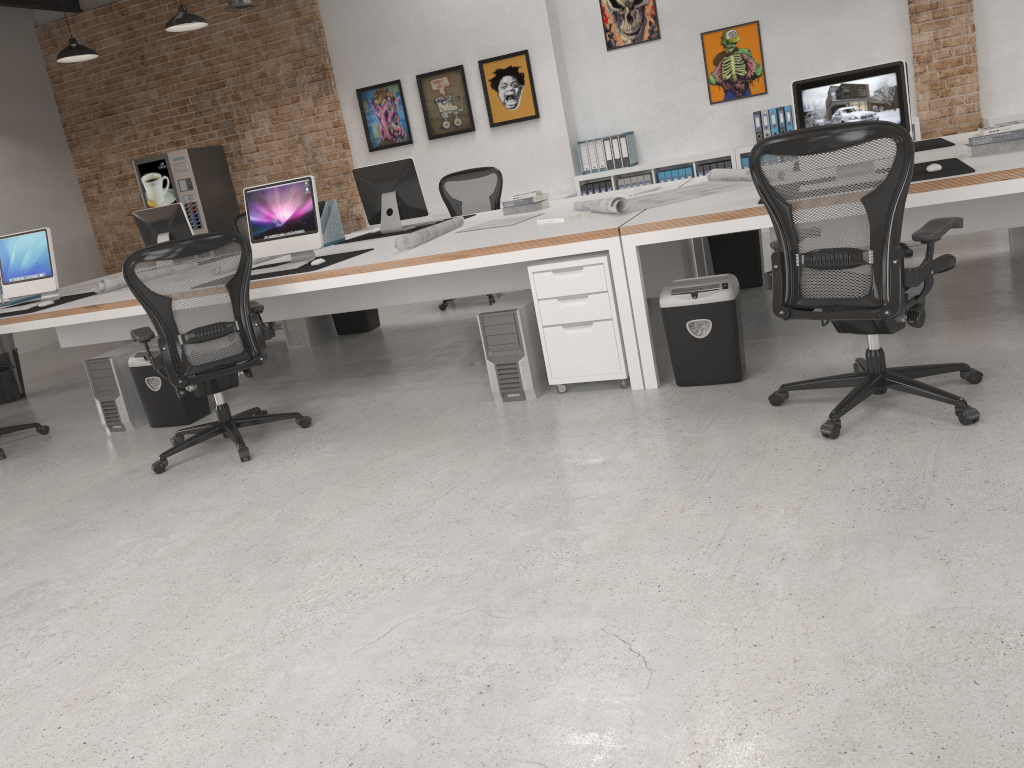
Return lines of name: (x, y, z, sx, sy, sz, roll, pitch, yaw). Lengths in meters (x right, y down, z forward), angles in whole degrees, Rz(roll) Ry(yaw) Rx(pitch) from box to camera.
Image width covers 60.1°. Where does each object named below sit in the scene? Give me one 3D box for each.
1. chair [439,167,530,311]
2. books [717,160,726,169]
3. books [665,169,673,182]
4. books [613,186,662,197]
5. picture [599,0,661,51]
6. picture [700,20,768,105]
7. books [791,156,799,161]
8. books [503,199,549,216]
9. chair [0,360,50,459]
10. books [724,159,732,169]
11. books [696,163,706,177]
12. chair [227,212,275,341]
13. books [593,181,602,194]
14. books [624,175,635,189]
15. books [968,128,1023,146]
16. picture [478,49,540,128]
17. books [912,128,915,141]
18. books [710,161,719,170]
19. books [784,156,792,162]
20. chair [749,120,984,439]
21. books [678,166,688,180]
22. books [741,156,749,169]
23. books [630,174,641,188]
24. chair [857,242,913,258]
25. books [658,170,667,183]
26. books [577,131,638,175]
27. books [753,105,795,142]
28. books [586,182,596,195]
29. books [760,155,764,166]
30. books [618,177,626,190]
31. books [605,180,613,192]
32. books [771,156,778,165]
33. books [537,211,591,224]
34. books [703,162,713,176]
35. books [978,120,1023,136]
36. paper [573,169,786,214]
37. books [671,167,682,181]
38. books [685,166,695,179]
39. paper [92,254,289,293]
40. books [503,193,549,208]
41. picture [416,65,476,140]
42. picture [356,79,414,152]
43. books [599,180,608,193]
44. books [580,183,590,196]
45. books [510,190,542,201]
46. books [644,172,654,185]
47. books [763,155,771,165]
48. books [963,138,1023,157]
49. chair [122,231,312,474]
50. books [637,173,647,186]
chair: (-0.315, -1.243, 7.425, 0.770, 1.074, 0.801, -10, 13, 6)
books: (1.990, -1.963, 8.327, 0.062, 0.258, 0.235, -6, 14, 22)
books: (1.537, -1.927, 8.521, 0.062, 0.258, 0.235, -6, 14, 22)
books: (0.802, -1.231, 5.673, 0.245, 0.019, 0.206, -19, 17, -29)
picture: (1.113, -3.584, 8.473, 0.531, 0.655, 0.018, -6, 13, 22)
picture: (2.076, -3.000, 8.285, 0.531, 0.655, 0.018, -6, 13, 22)
books: (2.599, -2.017, 8.097, 0.062, 0.258, 0.235, -6, 14, 22)
books: (0.097, -1.191, 5.965, 0.271, 0.050, 0.203, -6, 16, 19)
chair: (-3.414, -0.080, 5.324, 0.770, 1.074, 0.801, -10, 13, 6)
books: (2.050, -1.968, 8.304, 0.062, 0.258, 0.235, -6, 14, 22)
books: (1.812, -1.947, 8.399, 0.062, 0.258, 0.235, -6, 14, 22)
chair: (-2.235, -1.011, 7.932, 0.770, 1.074, 0.801, -10, 13, 6)
books: (0.878, -1.872, 8.783, 0.062, 0.258, 0.235, -6, 14, 22)
books: (1.171, -1.900, 8.681, 0.062, 0.258, 0.235, -6, 14, 22)
books: (2.258, -1.143, 4.066, 0.257, 0.044, 0.195, 1, 19, 38)
picture: (-0.028, -2.893, 8.697, 0.523, 0.646, 0.042, -6, 13, 22)
books: (3.496, -2.099, 7.761, 0.062, 0.258, 0.235, -6, 14, 22)
books: (1.930, -1.957, 8.351, 0.062, 0.258, 0.235, -6, 14, 22)
books: (2.540, -2.012, 8.120, 0.062, 0.258, 0.235, -6, 14, 22)
chair: (1.283, -0.439, 3.305, 0.769, 1.074, 0.802, -3, 15, 30)
books: (1.656, -1.937, 8.473, 0.062, 0.258, 0.235, -6, 14, 22)
books: (2.199, -1.987, 8.269, 0.062, 0.258, 0.235, -6, 14, 22)
books: (1.231, -1.905, 8.657, 0.062, 0.258, 0.235, -6, 14, 22)
chair: (2.495, -1.444, 6.167, 0.794, 1.074, 0.777, -13, 13, -9)
books: (1.478, -1.922, 8.544, 0.062, 0.258, 0.235, -6, 14, 22)
books: (0.945, -2.274, 8.724, 0.495, 0.325, 0.324, -5, 15, 22)
books: (2.436, -2.367, 8.118, 0.387, 0.318, 0.235, -5, 14, 22)
books: (0.818, -1.867, 8.807, 0.062, 0.258, 0.235, -6, 14, 22)
books: (2.317, -1.997, 8.221, 0.062, 0.258, 0.235, -6, 14, 22)
books: (1.113, -1.895, 8.704, 0.062, 0.258, 0.235, -6, 14, 22)
books: (0.998, -1.882, 8.735, 0.062, 0.258, 0.235, -6, 14, 22)
books: (2.438, -2.007, 8.173, 0.062, 0.258, 0.235, -6, 14, 22)
books: (0.286, -0.911, 4.847, 0.202, 0.023, 0.236, -21, 18, -33)
books: (1.870, -1.952, 8.375, 0.062, 0.258, 0.235, -6, 14, 22)
books: (2.258, -1.177, 4.073, 0.184, 0.029, 0.155, -5, 16, 20)
paper: (0.906, -1.102, 5.006, 1.078, 0.104, 0.984, -14, 15, -13)
books: (1.596, -1.932, 8.497, 0.062, 0.258, 0.235, -6, 14, 22)
books: (1.717, -1.943, 8.449, 0.062, 0.258, 0.235, -6, 14, 22)
paper: (-2.117, -0.805, 6.061, 1.073, 0.104, 0.988, -6, 16, 19)
books: (0.095, -1.229, 5.929, 0.257, 0.044, 0.195, 1, 19, 38)
picture: (-0.667, -2.839, 8.952, 0.523, 0.646, 0.042, -6, 13, 22)
picture: (-1.320, -2.784, 9.212, 0.523, 0.646, 0.042, -6, 13, 22)
books: (0.938, -1.877, 8.759, 0.062, 0.258, 0.235, -6, 14, 22)
books: (0.760, -1.862, 8.830, 0.062, 0.258, 0.235, -6, 14, 22)
books: (0.095, -1.264, 5.936, 0.184, 0.029, 0.155, -5, 16, 20)
books: (1.351, -1.916, 8.609, 0.062, 0.258, 0.235, -6, 14, 22)
books: (2.377, -2.002, 8.197, 0.062, 0.258, 0.235, -6, 14, 22)
books: (2.260, -1.104, 4.102, 0.271, 0.050, 0.203, -6, 16, 19)
chair: (-1.568, -0.193, 4.426, 0.793, 1.074, 0.778, 2, 19, 45)
books: (1.291, -1.911, 8.633, 0.062, 0.258, 0.235, -6, 14, 22)
